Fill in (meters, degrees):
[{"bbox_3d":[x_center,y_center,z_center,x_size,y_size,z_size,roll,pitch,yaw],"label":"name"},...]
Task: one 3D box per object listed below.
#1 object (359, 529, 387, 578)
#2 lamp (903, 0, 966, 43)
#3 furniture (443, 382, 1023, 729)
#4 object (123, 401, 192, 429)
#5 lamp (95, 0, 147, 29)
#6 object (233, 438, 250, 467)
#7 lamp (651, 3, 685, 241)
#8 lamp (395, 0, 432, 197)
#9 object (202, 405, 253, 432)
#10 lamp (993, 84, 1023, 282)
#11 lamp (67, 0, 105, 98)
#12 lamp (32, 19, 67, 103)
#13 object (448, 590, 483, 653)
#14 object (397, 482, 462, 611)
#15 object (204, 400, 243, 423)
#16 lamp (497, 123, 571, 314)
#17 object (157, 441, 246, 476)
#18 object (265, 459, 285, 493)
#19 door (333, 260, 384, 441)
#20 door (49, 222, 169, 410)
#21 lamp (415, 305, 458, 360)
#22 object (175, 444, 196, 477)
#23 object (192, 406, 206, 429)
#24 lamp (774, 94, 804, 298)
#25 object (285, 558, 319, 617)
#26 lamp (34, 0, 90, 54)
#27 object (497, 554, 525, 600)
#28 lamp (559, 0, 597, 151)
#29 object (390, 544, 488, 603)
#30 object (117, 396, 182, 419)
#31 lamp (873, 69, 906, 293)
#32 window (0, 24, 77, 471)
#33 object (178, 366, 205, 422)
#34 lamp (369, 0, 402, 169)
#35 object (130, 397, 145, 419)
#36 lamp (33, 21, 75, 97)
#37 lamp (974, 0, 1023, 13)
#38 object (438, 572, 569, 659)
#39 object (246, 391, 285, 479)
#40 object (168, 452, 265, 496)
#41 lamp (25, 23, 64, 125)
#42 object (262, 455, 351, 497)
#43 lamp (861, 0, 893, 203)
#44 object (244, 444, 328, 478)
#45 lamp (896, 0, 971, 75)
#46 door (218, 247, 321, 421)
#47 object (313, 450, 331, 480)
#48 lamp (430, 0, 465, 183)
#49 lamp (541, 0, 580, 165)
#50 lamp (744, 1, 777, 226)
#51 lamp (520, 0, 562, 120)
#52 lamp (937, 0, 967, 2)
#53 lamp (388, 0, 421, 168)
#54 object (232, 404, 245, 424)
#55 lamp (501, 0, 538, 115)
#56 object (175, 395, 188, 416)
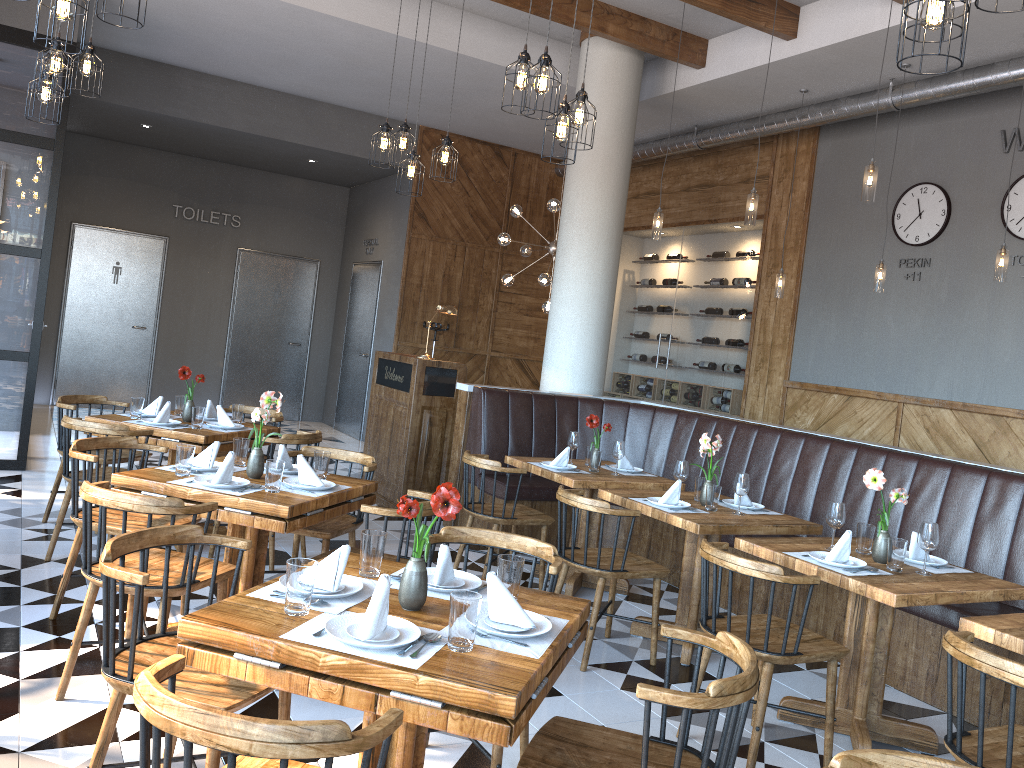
[{"bbox_3d":[-0.424,0.514,2.679,0.080,0.132,0.080,7,1,-24],"label":"object"},{"bbox_3d":[1.441,-2.125,2.770,0.175,2.070,0.175,7,0,20],"label":"lamp"},{"bbox_3d":[1.907,0.961,4.685,1.914,1.150,6.606,6,3,-29],"label":"furniture"},{"bbox_3d":[-2.145,0.178,5.432,0.352,0.137,0.271,8,2,16],"label":"object"},{"bbox_3d":[-1.491,-2.520,3.645,0.175,2.070,0.174,7,0,44],"label":"lamp"},{"bbox_3d":[-1.320,0.332,4.304,0.080,0.132,0.080,7,1,-14],"label":"object"},{"bbox_3d":[1.284,-2.141,7.176,0.078,1.964,0.078,7,0,3],"label":"lamp"},{"bbox_3d":[-0.598,-2.352,6.179,0.175,2.070,0.175,7,0,14],"label":"lamp"},{"bbox_3d":[-1.817,0.209,5.618,0.273,0.137,0.352,8,2,16],"label":"object"},{"bbox_3d":[3.503,-1.687,6.146,0.078,1.964,0.078,7,0,6],"label":"lamp"},{"bbox_3d":[-2.441,-2.768,5.310,0.175,2.070,0.175,7,0,-17],"label":"lamp"},{"bbox_3d":[-2.655,-2.737,5.306,0.174,2.070,0.175,7,0,-28],"label":"lamp"},{"bbox_3d":[-0.118,0.576,2.145,0.080,0.132,0.080,7,1,-14],"label":"object"},{"bbox_3d":[-0.224,0.439,2.391,0.171,0.355,0.156,7,1,26],"label":"object"},{"bbox_3d":[-2.005,0.171,5.946,0.352,0.137,0.271,8,2,16],"label":"object"},{"bbox_3d":[0.524,-1.862,9.790,1.188,2.192,1.159,7,1,22],"label":"lamp"},{"bbox_3d":[-1.423,0.325,4.114,0.273,0.137,0.352,8,2,16],"label":"object"},{"bbox_3d":[-1.013,0.393,3.771,0.080,0.132,0.080,7,1,-14],"label":"object"},{"bbox_3d":[-2.140,-0.497,12.169,0.114,2.393,1.210,7,1,-29],"label":"door"},{"bbox_3d":[-5.317,-0.863,11.746,1.204,2.393,0.114,7,0,-29],"label":"door"},{"bbox_3d":[-0.656,-0.313,7.539,0.170,0.756,0.444,7,1,36],"label":"lamp"},{"bbox_3d":[-1.437,0.337,3.885,0.080,0.132,0.080,7,1,-14],"label":"object"},{"bbox_3d":[-1.920,0.208,5.417,0.080,0.132,0.080,7,1,-14],"label":"object"},{"bbox_3d":[2.503,-1.745,7.930,0.078,1.964,0.078,7,0,3],"label":"lamp"},{"bbox_3d":[-0.542,0.519,2.260,0.080,0.132,0.080,7,1,-24],"label":"object"},{"bbox_3d":[-1.668,-2.359,3.499,0.174,2.070,0.175,7,0,-35],"label":"lamp"},{"bbox_3d":[-0.009,0.569,2.572,0.080,0.132,0.080,7,1,-24],"label":"object"},{"bbox_3d":[0.463,-2.288,4.700,0.175,2.070,0.175,7,0,11],"label":"lamp"},{"bbox_3d":[-0.195,0.540,2.673,0.352,0.137,0.271,8,2,16],"label":"object"},{"bbox_3d":[-2.332,0.140,5.759,0.273,0.137,0.352,8,2,16],"label":"object"},{"bbox_3d":[3.016,-1.700,7.010,0.078,1.964,0.078,7,0,-43],"label":"lamp"},{"bbox_3d":[-5.440,-1.247,7.568,2.722,3.548,2.191,6,1,-29],"label":"window"},{"bbox_3d":[-2.092,0.062,5.705,0.171,0.355,0.156,7,1,18],"label":"object"},{"bbox_3d":[-0.789,-2.552,6.201,0.175,2.070,0.175,7,0,3],"label":"lamp"},{"bbox_3d":[-2.344,0.152,5.532,0.080,0.132,0.080,7,1,36],"label":"object"},{"bbox_3d":[-2.438,-2.650,4.933,0.175,2.070,0.174,7,0,40],"label":"lamp"},{"bbox_3d":[1.590,-2.157,2.618,0.175,2.070,0.174,7,0,31],"label":"lamp"},{"bbox_3d":[-0.008,0.577,2.345,0.273,0.137,0.352,8,2,16],"label":"object"},{"bbox_3d":[-1.127,0.232,4.043,0.146,0.400,0.207,7,1,-18],"label":"object"},{"bbox_3d":[-1.235,0.363,3.786,0.352,0.137,0.271,8,2,16],"label":"object"},{"bbox_3d":[-2.585,-2.544,5.111,0.175,2.070,0.175,7,0,-17],"label":"lamp"},{"bbox_3d":[-0.908,0.394,3.973,0.273,0.137,0.352,8,2,16],"label":"object"},{"bbox_3d":[2.283,-2.083,5.392,0.078,1.964,0.078,7,0,6],"label":"lamp"},{"bbox_3d":[-1.095,0.357,4.300,0.352,0.137,0.271,8,2,16],"label":"object"},{"bbox_3d":[1.337,-1.953,2.572,0.175,2.070,0.174,7,0,31],"label":"lamp"},{"bbox_3d":[-3.482,-0.687,12.772,1.204,2.393,0.114,7,0,-29],"label":"door"},{"bbox_3d":[-0.905,0.387,4.198,0.080,0.132,0.080,7,1,-14],"label":"object"},{"bbox_3d":[-0.363,-2.457,6.201,0.175,2.070,0.175,7,0,-19],"label":"lamp"},{"bbox_3d":[0.357,-2.160,4.498,0.175,2.070,0.174,7,0,44],"label":"lamp"},{"bbox_3d":[1.797,-2.096,6.256,0.078,1.964,0.078,7,0,-43],"label":"lamp"},{"bbox_3d":[0.254,-2.340,4.322,0.175,2.070,0.174,7,0,33],"label":"lamp"},{"bbox_3d":[1.309,-2.079,2.354,0.175,2.070,0.175,7,0,-2],"label":"lamp"},{"bbox_3d":[-0.680,-2.604,6.382,0.175,2.070,0.175,7,0,14],"label":"lamp"},{"bbox_3d":[-1.811,0.202,5.844,0.080,0.132,0.080,7,1,-4],"label":"object"},{"bbox_3d":[0.155,-2.417,4.502,0.175,2.070,0.174,7,0,44],"label":"lamp"},{"bbox_3d":[-2.226,0.147,5.950,0.080,0.132,0.080,7,1,-4],"label":"object"}]
